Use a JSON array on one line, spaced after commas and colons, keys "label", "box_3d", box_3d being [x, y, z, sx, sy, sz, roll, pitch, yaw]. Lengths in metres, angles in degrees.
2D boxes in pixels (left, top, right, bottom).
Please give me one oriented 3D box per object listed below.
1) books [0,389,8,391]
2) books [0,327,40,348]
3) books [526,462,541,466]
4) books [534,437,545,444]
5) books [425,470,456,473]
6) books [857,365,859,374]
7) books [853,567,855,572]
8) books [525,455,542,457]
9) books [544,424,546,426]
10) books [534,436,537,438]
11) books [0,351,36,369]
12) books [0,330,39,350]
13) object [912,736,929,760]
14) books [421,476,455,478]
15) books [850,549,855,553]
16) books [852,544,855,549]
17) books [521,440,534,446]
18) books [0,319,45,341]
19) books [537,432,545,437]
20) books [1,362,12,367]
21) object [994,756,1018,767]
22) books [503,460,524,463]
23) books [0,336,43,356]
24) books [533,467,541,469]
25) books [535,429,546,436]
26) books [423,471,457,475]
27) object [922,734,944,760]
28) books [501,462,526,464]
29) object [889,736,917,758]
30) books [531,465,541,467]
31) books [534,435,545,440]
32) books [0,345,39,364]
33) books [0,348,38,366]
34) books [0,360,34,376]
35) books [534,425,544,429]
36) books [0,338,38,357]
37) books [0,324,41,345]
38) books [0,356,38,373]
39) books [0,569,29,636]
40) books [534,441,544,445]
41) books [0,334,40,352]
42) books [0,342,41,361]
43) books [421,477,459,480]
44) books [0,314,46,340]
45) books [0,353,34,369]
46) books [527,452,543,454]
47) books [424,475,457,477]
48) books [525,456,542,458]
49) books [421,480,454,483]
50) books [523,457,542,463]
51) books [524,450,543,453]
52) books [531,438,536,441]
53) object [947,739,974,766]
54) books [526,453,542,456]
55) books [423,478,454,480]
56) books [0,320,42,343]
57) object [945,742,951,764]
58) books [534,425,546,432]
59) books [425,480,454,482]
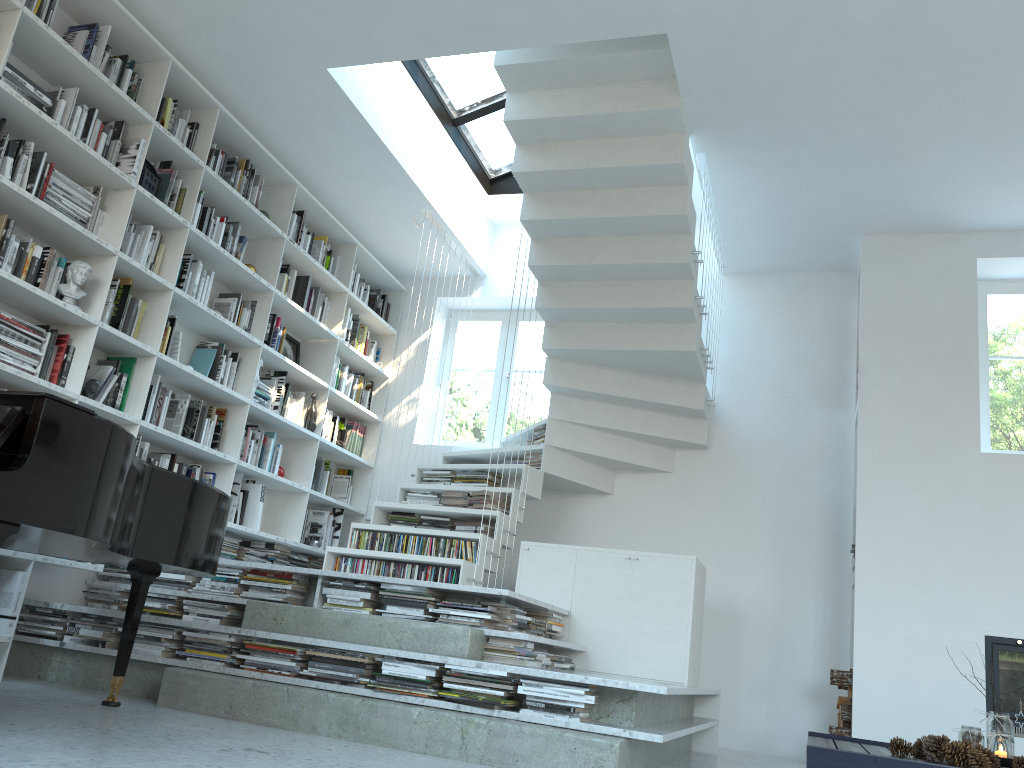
[{"label": "books", "box_3d": [-2.310, 0.162, 3.866, 0.177, 0.295, 0.012, 2, -17, 19]}, {"label": "books", "box_3d": [-2.269, -0.213, 3.967, 0.161, 0.012, 0.255, 3, -17, 15]}, {"label": "books", "box_3d": [0.233, 0.563, 5.956, 0.173, 0.018, 0.239, -10, -24, 44]}, {"label": "books", "box_3d": [0.292, 0.407, 5.972, 0.250, 0.017, 0.181, 14, -18, -19]}, {"label": "books", "box_3d": [-0.453, 0.615, 6.072, 0.236, 0.014, 0.166, -5, -21, 35]}, {"label": "books", "box_3d": [2.305, -0.088, 5.559, 0.260, 0.009, 0.140, 2, -18, 18]}, {"label": "books", "box_3d": [2.134, 1.103, 5.224, 0.232, 0.011, 0.159, 1, -18, 20]}, {"label": "books", "box_3d": [0.233, 0.518, 5.976, 0.159, 0.007, 0.286, -9, -24, 44]}, {"label": "books", "box_3d": [0.304, 0.306, 6.006, 0.227, 0.014, 0.160, 13, -18, -16]}, {"label": "books", "box_3d": [0.224, 0.401, 6.242, 0.157, 0.014, 0.301, 10, -17, -9]}, {"label": "books", "box_3d": [-2.290, -0.122, 3.943, 0.159, 0.012, 0.286, 2, -18, 19]}, {"label": "books", "box_3d": [-2.272, -0.201, 3.964, 0.161, 0.012, 0.255, 3, -18, 16]}, {"label": "object", "box_3d": [1.601, 1.422, 3.461, 0.078, 0.100, 0.086, 9, -17, -6]}, {"label": "books", "box_3d": [-0.461, 0.653, 6.057, 0.292, 0.005, 0.168, -5, -21, 36]}, {"label": "books", "box_3d": [2.140, 0.999, 5.233, 0.264, 0.005, 0.115, 2, -18, 18]}, {"label": "books", "box_3d": [2.149, 0.973, 5.255, 0.252, 0.006, 0.142, 1, -18, 21]}, {"label": "books", "box_3d": [0.176, 0.447, 6.220, 0.226, 0.012, 0.285, 10, -17, -7]}, {"label": "books", "box_3d": [-2.268, -0.248, 3.979, 0.159, 0.012, 0.286, 1, -18, 21]}, {"label": "books", "box_3d": [0.300, 0.366, 5.976, 0.213, 0.028, 0.191, 13, -18, -17]}, {"label": "books", "box_3d": [-2.284, -0.077, 3.926, 0.159, 0.012, 0.286, 3, -17, 14]}, {"label": "object", "box_3d": [1.912, 1.500, 3.550, 0.430, 0.038, 0.430, 17, -19, -28]}, {"label": "books", "box_3d": [0.068, 0.559, 6.148, 0.199, 0.016, 0.183, -7, -22, 39]}, {"label": "books", "box_3d": [-2.270, -0.178, 3.956, 0.159, 0.012, 0.286, 0, -18, 24]}, {"label": "books", "box_3d": [0.229, 0.590, 5.949, 0.241, 0.008, 0.168, 22, -22, -40]}, {"label": "books", "box_3d": [0.291, 0.352, 6.011, 0.251, 0.017, 0.135, 14, -18, -19]}, {"label": "books", "box_3d": [-0.461, 0.625, 6.060, 0.230, 0.015, 0.190, -3, -20, 32]}, {"label": "object", "box_3d": [1.620, 1.399, 3.404, 0.099, 0.102, 0.097, 10, -17, -9]}, {"label": "books", "box_3d": [0.068, 0.570, 6.146, 0.299, 0.006, 0.193, -9, -23, 43]}, {"label": "object", "box_3d": [1.512, 1.409, 3.430, 0.098, 0.084, 0.078, 2, -18, 20]}, {"label": "books", "box_3d": [0.232, 0.579, 5.951, 0.180, 0.015, 0.224, -8, -23, 42]}, {"label": "books", "box_3d": [0.295, 0.385, 5.977, 0.256, 0.010, 0.163, 15, -18, -24]}, {"label": "books", "box_3d": [-2.282, -0.144, 3.948, 0.159, 0.012, 0.286, 1, -18, 21]}, {"label": "books", "box_3d": [-2.286, -0.133, 3.946, 0.159, 0.012, 0.286, 1, -18, 20]}, {"label": "books", "box_3d": [-2.292, -0.088, 3.932, 0.159, 0.012, 0.286, 2, -18, 18]}, {"label": "books", "box_3d": [0.295, 0.324, 6.019, 0.261, 0.016, 0.129, 13, -18, -18]}, {"label": "books", "box_3d": [-2.273, -0.167, 3.953, 0.161, 0.012, 0.255, 3, -17, 14]}, {"label": "books", "box_3d": [-2.269, -0.225, 3.971, 0.161, 0.012, 0.255, 3, -18, 16]}, {"label": "books", "box_3d": [-2.281, -0.099, 3.933, 0.159, 0.012, 0.286, 0, -18, 24]}, {"label": "books", "box_3d": [-2.265, 0.944, 3.872, 0.277, 0.268, 0.038, 2, -17, 19]}, {"label": "books", "box_3d": [0.284, 0.426, 5.981, 0.247, 0.015, 0.142, 14, -18, -21]}, {"label": "books", "box_3d": [-2.274, -0.190, 3.961, 0.161, 0.012, 0.255, 1, -18, 22]}, {"label": "books", "box_3d": [-2.274, -0.156, 3.949, 0.159, 0.012, 0.286, 0, -18, 24]}, {"label": "books", "box_3d": [-0.462, 0.660, 6.056, 0.290, 0.008, 0.162, -6, -21, 37]}, {"label": "books", "box_3d": [-2.260, -0.259, 3.980, 0.159, 0.012, 0.286, 3, -17, 14]}, {"label": "books", "box_3d": [-2.280, -0.111, 3.936, 0.161, 0.012, 0.255, 3, -17, 14]}, {"label": "books", "box_3d": [0.244, 0.495, 5.975, 0.163, 0.008, 0.267, -6, -22, 38]}, {"label": "books", "box_3d": [-0.448, 0.649, 6.077, 0.298, 0.017, 0.136, -4, -20, 34]}, {"label": "books", "box_3d": [0.234, 0.524, 5.973, 0.291, 0.006, 0.149, 22, -22, -39]}, {"label": "books", "box_3d": [-0.466, 0.682, 6.048, 0.262, 0.006, 0.185, -4, -20, 33]}, {"label": "books", "box_3d": [0.237, 0.535, 5.958, 0.200, 0.023, 0.263, -10, -24, 44]}, {"label": "books", "box_3d": [0.235, 0.489, 5.986, 0.159, 0.007, 0.301, -9, -23, 43]}, {"label": "books", "box_3d": [0.206, 0.429, 6.231, 0.175, 0.012, 0.266, 10, -17, -8]}, {"label": "object", "box_3d": [1.660, 1.372, 3.295, 0.094, 0.108, 0.108, 11, -17, -12]}, {"label": "books", "box_3d": [0.226, 0.509, 5.987, 0.132, 0.016, 0.263, -7, -22, 41]}, {"label": "books", "box_3d": [-0.464, 0.668, 6.051, 0.232, 0.011, 0.172, -2, -19, 30]}, {"label": "books", "box_3d": [-2.265, -0.236, 3.974, 0.161, 0.012, 0.255, 3, -17, 15]}, {"label": "object", "box_3d": [1.683, 1.408, 3.377, 0.091, 0.086, 0.106, -3, -20, 33]}, {"label": "books", "box_3d": [0.305, 0.330, 5.986, 0.284, 0.012, 0.175, 15, -18, -24]}, {"label": "books", "box_3d": [-0.466, 0.676, 6.048, 0.268, 0.006, 0.171, -2, -19, 30]}]
